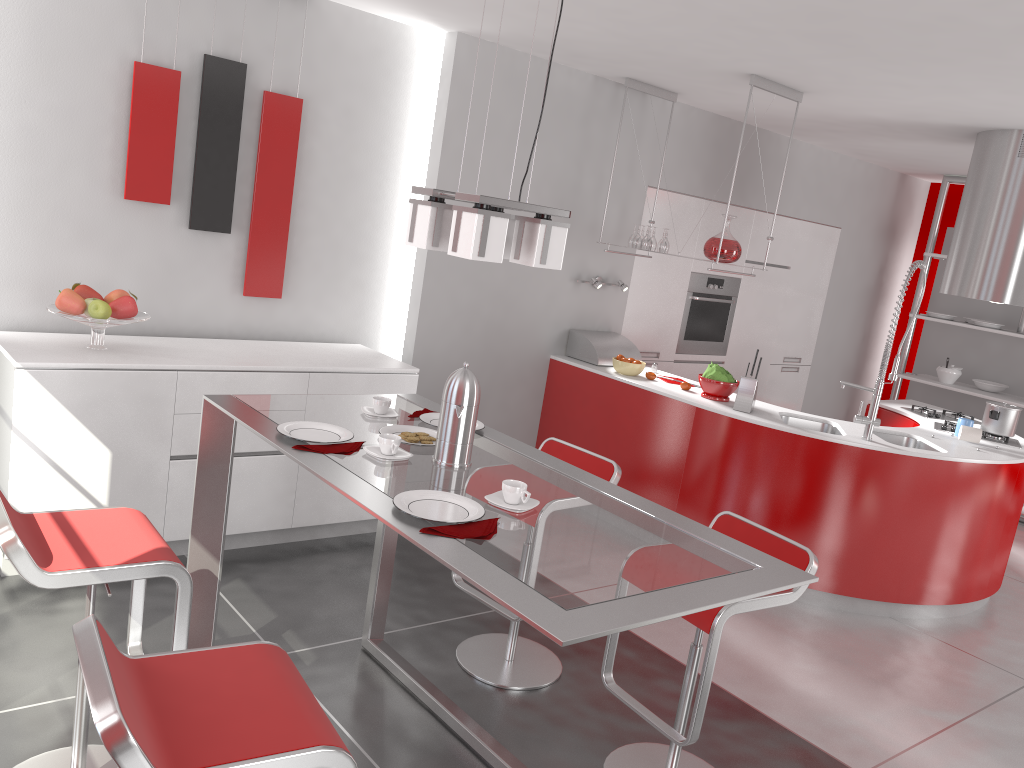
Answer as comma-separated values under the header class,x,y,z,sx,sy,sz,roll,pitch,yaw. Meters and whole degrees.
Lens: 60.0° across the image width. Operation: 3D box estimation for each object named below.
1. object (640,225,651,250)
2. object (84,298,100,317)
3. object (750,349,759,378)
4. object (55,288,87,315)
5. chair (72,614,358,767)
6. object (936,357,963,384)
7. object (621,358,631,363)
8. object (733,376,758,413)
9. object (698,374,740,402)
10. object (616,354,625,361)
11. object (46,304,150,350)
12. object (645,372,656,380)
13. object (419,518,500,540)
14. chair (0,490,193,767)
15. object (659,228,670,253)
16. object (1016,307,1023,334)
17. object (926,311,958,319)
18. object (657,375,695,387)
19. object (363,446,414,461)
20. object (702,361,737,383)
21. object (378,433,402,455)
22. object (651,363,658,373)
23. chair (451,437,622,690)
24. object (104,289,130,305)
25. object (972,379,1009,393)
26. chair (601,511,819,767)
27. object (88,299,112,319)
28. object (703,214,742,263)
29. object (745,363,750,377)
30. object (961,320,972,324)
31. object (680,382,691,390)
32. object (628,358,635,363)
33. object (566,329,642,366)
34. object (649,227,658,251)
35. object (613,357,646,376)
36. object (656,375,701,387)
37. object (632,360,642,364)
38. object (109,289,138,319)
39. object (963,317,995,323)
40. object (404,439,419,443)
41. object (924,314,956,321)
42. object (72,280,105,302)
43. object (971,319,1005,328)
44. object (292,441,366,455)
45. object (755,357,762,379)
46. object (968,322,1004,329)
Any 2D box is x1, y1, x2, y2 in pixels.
class,x,y,z,sx,sy,sz,roll,pitch,yaw
object,0.797,-0.865,5.247,0.060,0.141,0.060,14,12,26
object,-1.760,-0.320,3.723,0.084,0.079,0.086,7,11,-12
object,1.280,-0.026,4.760,0.014,0.322,0.150,13,11,20
object,-1.816,-0.339,3.656,0.117,0.105,0.096,7,11,-11
chair,-0.594,0.886,1.689,0.460,0.857,0.418,2,12,-32
object,3.599,-0.111,7.299,0.192,0.214,0.192,17,13,35
object,0.686,-0.131,5.348,0.065,0.052,0.062,16,13,33
object,1.256,0.051,4.750,0.091,0.178,0.137,13,11,22
object,1.151,0.025,4.977,0.229,0.118,0.228,13,11,20
object,0.665,-0.149,5.402,0.055,0.058,0.066,16,13,34
object,-1.747,-0.228,3.743,0.398,0.159,0.398,11,11,9
object,0.828,-0.047,5.295,0.063,0.047,0.065,0,14,-40
object,-0.086,0.323,1.953,0.234,0.012,0.095,0,14,-41
chair,-1.122,0.688,2.294,0.460,0.857,0.418,1,13,-37
object,0.908,-0.847,5.245,0.060,0.141,0.060,0,14,-40
object,4.000,-0.481,6.833,0.172,0.205,0.184,2,13,-35
object,3.535,-0.558,7.307,0.244,0.042,0.244,16,13,33
object,0.983,-0.020,5.383,0.168,0.006,0.266,7,11,-14
object,-0.341,0.191,2.436,0.119,0.016,0.119,-1,14,-42
object,1.166,-0.024,4.960,0.193,0.182,0.198,2,13,-34
object,-0.337,0.169,2.424,0.062,0.049,0.078,9,10,-1
object,0.899,-0.103,5.593,0.042,0.066,0.043,4,12,-27
chair,0.069,0.671,3.410,0.460,0.857,0.418,-1,15,-44
object,-1.714,-0.363,3.848,0.121,0.101,0.097,15,12,28
object,3.875,0.025,7.198,0.272,0.072,0.272,12,11,13
chair,0.585,0.870,2.782,0.460,0.857,0.418,2,13,-35
object,-1.677,-0.303,3.624,0.083,0.086,0.100,11,11,9
object,1.198,-0.818,4.994,0.213,0.266,0.213,7,11,-12
object,1.250,-0.017,4.765,0.009,0.197,0.091,13,11,20
object,3.834,-0.494,7.295,0.280,0.015,0.280,8,10,-4
object,1.003,0.011,5.117,0.064,0.048,0.063,14,12,27
object,0.725,-0.134,5.397,0.062,0.049,0.066,-1,14,-43
object,0.606,-0.232,5.713,0.400,0.170,0.300,0,14,-40
object,0.845,-0.871,5.318,0.060,0.141,0.060,0,14,-40
object,0.701,-0.099,5.357,0.201,0.086,0.201,1,13,-39
object,1.032,-0.013,5.352,0.375,0.008,0.041,14,12,26
object,0.749,-0.119,5.337,0.062,0.049,0.066,2,12,-32
object,-1.639,-0.338,3.742,0.097,0.133,0.117,17,13,38
object,3.836,-0.507,7.292,0.244,0.042,0.244,18,14,40
object,-0.296,0.166,2.612,0.036,0.006,0.034,1,13,-36
object,3.532,-0.545,7.310,0.280,0.015,0.280,8,10,-4
object,-1.818,-0.374,3.774,0.150,0.129,0.117,10,11,7
object,3.761,-0.467,7.014,0.244,0.042,0.244,16,13,33
object,-0.474,0.176,2.409,0.234,0.012,0.095,0,14,-41
object,1.299,-0.004,4.745,0.012,0.279,0.130,13,11,20
object,3.758,-0.454,7.017,0.280,0.015,0.280,7,11,-11
